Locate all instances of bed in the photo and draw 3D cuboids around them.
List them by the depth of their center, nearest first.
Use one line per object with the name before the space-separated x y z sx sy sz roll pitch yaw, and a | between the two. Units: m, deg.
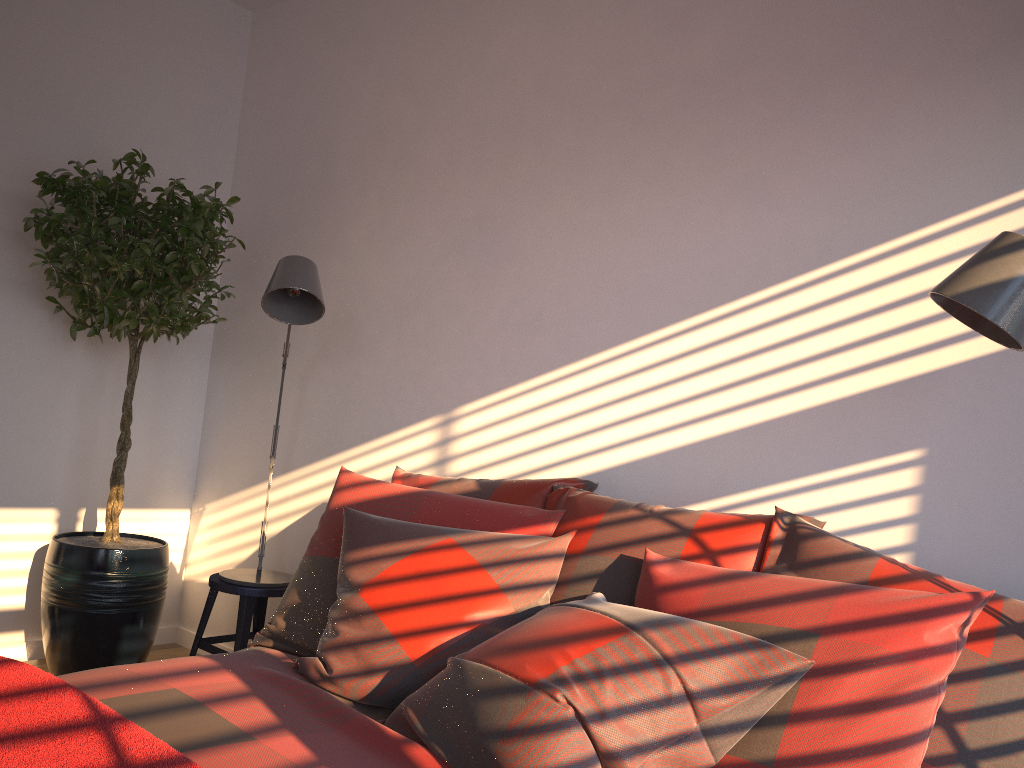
bed | -0.302 0.808 1.551 2.030 0.769 2.323 5 -4 38

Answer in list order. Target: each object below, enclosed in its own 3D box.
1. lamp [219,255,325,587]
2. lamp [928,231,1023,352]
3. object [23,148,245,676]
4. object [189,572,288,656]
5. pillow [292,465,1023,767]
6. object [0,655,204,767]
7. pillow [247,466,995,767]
lamp | -0.828 0.161 3.046 0.279 1.126 0.788 7 -1 -11
lamp | 1.093 0.309 1.513 0.786 1.126 0.280 6 0 30
object | -1.532 0.132 3.388 0.810 2.018 0.804 7 -1 42
object | -0.977 0.965 3.289 0.337 0.480 0.343 6 -1 38
pillow | 0.115 0.596 2.027 2.136 0.733 1.149 5 -3 37
object | -0.740 0.795 1.048 2.637 0.659 0.685 4 -3 39
pillow | 0.076 0.567 2.104 1.809 0.551 0.530 5 -3 39
